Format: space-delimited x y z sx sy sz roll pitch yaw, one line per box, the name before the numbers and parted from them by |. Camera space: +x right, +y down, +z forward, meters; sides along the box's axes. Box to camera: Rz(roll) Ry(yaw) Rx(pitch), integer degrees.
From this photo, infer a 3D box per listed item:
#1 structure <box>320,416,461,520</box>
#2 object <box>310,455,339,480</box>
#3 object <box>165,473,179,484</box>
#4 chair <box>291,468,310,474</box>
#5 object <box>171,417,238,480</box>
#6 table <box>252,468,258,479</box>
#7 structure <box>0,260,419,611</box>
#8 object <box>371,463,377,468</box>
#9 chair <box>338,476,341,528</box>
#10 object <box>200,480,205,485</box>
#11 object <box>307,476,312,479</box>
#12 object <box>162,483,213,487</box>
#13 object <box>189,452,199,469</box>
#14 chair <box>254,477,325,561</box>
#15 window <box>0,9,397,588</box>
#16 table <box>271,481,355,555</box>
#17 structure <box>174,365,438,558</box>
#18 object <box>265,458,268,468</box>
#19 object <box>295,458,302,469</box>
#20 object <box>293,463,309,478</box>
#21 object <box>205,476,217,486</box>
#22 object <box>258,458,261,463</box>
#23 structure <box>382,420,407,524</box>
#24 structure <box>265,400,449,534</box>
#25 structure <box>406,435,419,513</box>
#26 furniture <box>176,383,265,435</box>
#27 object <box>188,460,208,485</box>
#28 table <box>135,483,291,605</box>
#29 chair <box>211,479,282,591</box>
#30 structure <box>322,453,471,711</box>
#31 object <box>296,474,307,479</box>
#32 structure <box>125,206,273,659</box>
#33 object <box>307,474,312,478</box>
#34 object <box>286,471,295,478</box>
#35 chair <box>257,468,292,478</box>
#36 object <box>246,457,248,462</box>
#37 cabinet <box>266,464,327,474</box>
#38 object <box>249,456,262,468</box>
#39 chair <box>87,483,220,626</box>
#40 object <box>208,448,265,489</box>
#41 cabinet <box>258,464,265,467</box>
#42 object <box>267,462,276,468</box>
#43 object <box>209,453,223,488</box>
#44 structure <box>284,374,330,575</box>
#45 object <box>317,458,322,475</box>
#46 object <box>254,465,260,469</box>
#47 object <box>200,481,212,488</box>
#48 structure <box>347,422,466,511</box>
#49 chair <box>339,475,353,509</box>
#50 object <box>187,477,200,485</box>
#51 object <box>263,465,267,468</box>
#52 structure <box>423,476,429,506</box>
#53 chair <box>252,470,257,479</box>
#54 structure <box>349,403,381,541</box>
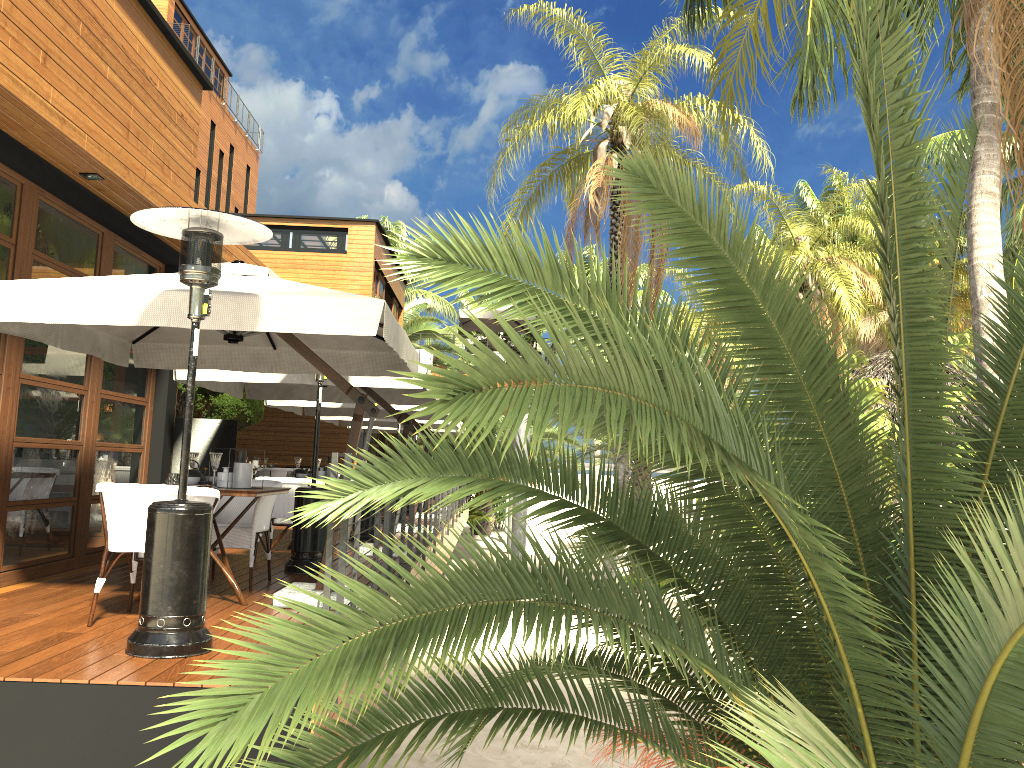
structure | -2.199 1.249 16.176 2.413 2.338 2.409 2 -6 -1
object | -1.948 0.895 9.412 0.263 0.264 0.263 -4 -8 44
object | -2.214 0.626 5.789 0.086 0.086 0.086 2 -6 4
chair | -4.822 2.250 19.579 0.627 0.790 0.616 -4 -9 45
object | -3.616 1.096 10.240 0.768 1.400 0.770 4 -7 -17
table | -5.566 2.186 19.012 1.166 0.751 1.163 2 -6 4
structure | -1.968 0.294 6.113 2.413 2.338 2.409 2 -6 -1
object | -2.025 1.213 12.769 0.263 0.264 0.263 -4 -8 44
chair | -2.173 1.439 10.067 0.627 0.790 0.615 2 -6 0
object | -2.184 0.687 6.181 0.080 0.042 0.080 6 -7 -32
object | -2.083 0.980 9.196 0.080 0.042 0.080 3 -6 -10
object | -2.054 0.650 5.649 0.294 0.025 0.170 2 -5 -1
object | -2.249 0.594 6.235 0.082 0.227 0.082 2 -6 0
chair | -2.163 1.292 8.523 0.627 0.790 0.615 2 -6 0
window | -8.494 -6.180 23.340 14.480 18.000 38.362 5 -6 -24
table | -2.152 1.387 9.319 0.931 0.751 0.930 2 -6 -1
structure | -2.045 0.612 9.467 2.413 2.338 2.409 2 -6 -1
object | -5.268 1.699 18.974 0.082 0.227 0.082 -2 -8 34
object | -2.327 0.915 9.623 0.082 0.227 0.082 2 -6 0
object | -2.248 0.924 9.401 0.168 0.179 0.162 2 -6 -3
object | -2.085 0.680 6.185 0.116 0.065 0.116 2 -6 3
object | -5.514 1.725 19.337 0.082 0.227 0.082 7 -8 -39
structure | -1.868 1.160 14.447 0.699 2.197 0.698 4 -7 -13
structure | -2.122 0.931 12.821 2.413 2.338 2.409 2 -6 -1
structure | -1.944 1.475 17.765 0.699 2.197 0.698 4 -7 -13
furniture | -6.118 0.983 16.808 2.615 2.728 2.689 3 -6 -10
object | -2.170 0.603 6.013 0.168 0.179 0.162 2 -6 -3
table | -2.075 1.068 5.956 0.931 0.751 0.930 2 -6 -1
chair | -2.097 1.123 6.733 0.627 0.790 0.615 2 -6 0
structure | -1.144 2.129 17.082 0.163 1.155 26.214 2 -5 -1
object | -2.182 0.965 9.195 0.116 0.065 0.116 2 -6 3
structure | -1.639 0.215 4.479 0.699 2.197 0.698 4 -7 -13
object | -2.163 1.001 9.573 0.116 0.065 0.116 2 -6 3
object | -2.292 0.948 9.177 0.086 0.086 0.086 2 -6 4
chair | -4.932 2.134 18.413 0.616 0.790 0.626 -4 -9 45
object | -5.628 1.664 18.746 0.082 0.227 0.082 7 -8 -39
cabinet | -5.121 2.395 21.430 1.611 0.839 0.556 2 -6 -1
object | -5.558 1.681 19.059 0.263 0.264 0.263 -4 -8 45
chair | -2.085 0.971 5.142 0.627 0.790 0.615 2 -6 0
object | -1.870 0.573 6.023 0.263 0.264 0.263 -4 -8 44
cabinet | -6.742 2.331 21.401 1.611 0.839 0.556 2 -6 -1
object | -5.175 1.738 19.067 0.163 0.179 0.168 8 -8 -42
object | -1.936 0.562 5.776 0.082 0.227 0.082 2 -6 0
structure | -1.714 0.526 7.764 0.699 2.197 0.698 4 -7 -13
object | -2.013 0.883 9.164 0.082 0.227 0.082 2 -6 0
object | -5.423 1.765 18.842 0.116 0.065 0.116 4 -6 -18
object | -2.005 0.659 5.808 0.080 0.042 0.080 3 -6 -10
structure | -2.276 1.567 19.530 2.413 2.338 2.409 2 -6 -1
chair | -2.241 1.615 11.930 0.627 0.790 0.615 2 -6 0
object | -2.104 0.643 5.806 0.116 0.065 0.116 2 -6 3
object | -5.324 1.783 19.099 0.086 0.086 0.086 1 -6 10
structure | -2.020 1.791 21.090 0.699 2.197 0.698 4 -7 -13
chair | -6.021 2.213 19.667 0.616 0.790 0.626 -4 -9 45
structure | -1.792 0.847 11.140 0.699 2.197 0.698 4 -7 -13
